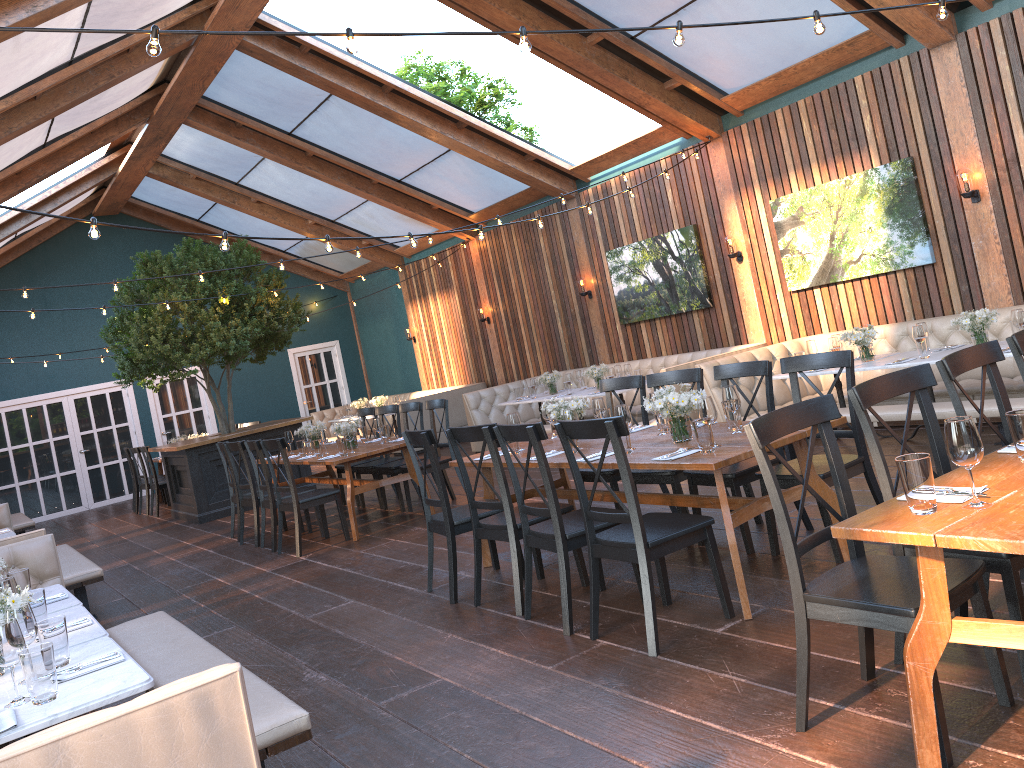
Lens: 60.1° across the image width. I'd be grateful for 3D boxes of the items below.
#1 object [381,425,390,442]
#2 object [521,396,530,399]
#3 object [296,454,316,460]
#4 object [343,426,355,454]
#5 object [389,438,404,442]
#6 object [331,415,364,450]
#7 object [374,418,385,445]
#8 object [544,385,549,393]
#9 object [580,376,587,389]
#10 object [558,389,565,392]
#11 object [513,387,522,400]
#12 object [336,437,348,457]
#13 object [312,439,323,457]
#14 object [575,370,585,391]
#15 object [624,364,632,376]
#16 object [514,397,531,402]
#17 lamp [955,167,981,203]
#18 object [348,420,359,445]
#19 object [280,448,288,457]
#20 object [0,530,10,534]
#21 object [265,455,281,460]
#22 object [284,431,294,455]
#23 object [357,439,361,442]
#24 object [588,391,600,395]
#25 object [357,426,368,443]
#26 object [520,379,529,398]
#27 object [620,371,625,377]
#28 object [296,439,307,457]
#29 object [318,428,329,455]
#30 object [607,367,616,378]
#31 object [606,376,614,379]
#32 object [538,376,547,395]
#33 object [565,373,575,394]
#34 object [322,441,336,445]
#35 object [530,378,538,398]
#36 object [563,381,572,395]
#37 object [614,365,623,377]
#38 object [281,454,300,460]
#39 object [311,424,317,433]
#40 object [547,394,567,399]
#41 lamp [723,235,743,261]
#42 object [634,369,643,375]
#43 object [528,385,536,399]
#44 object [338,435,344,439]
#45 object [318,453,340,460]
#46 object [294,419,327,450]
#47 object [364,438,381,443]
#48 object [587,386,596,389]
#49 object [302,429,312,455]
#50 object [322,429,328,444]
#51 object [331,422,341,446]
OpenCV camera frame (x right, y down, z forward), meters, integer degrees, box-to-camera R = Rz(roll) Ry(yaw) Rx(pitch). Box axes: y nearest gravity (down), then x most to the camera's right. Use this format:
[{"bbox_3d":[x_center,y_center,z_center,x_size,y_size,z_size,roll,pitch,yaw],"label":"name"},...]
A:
[{"bbox_3d":[-1.213,0.477,8.464,0.092,0.158,0.092,-12,0,3],"label":"object"},{"bbox_3d":[0.194,0.166,11.559,0.158,0.019,0.253,-13,3,-33],"label":"object"},{"bbox_3d":[-1.941,0.696,8.534,0.256,0.019,0.156,-13,3,-33],"label":"object"},{"bbox_3d":[-1.475,0.507,8.055,0.093,0.245,0.091,-11,-1,-30],"label":"object"},{"bbox_3d":[-1.062,0.522,8.346,0.256,0.019,0.156,-13,3,-33],"label":"object"},{"bbox_3d":[-1.573,0.474,8.484,0.328,0.310,0.336,-12,1,4],"label":"object"},{"bbox_3d":[-1.251,0.446,8.371,0.092,0.245,0.092,-12,-1,-8],"label":"object"},{"bbox_3d":[0.446,0.044,11.540,0.091,0.158,0.092,-12,0,43],"label":"object"},{"bbox_3d":[0.874,-0.013,10.871,0.091,0.158,0.092,-12,0,43],"label":"object"},{"bbox_3d":[0.585,0.091,11.433,0.256,0.019,0.156,-13,3,-33],"label":"object"},{"bbox_3d":[0.075,0.126,11.431,0.091,0.158,0.092,-12,0,43],"label":"object"},{"bbox_3d":[-1.517,0.566,7.915,0.092,0.158,0.092,-12,0,3],"label":"object"},{"bbox_3d":[-1.841,0.610,8.395,0.092,0.158,0.091,-12,0,-7],"label":"object"},{"bbox_3d":[0.828,-0.042,10.770,0.092,0.245,0.092,-12,-1,15],"label":"object"},{"bbox_3d":[1.312,-0.102,9.923,0.092,0.245,0.092,-12,-1,15],"label":"object"},{"bbox_3d":[0.146,0.194,11.187,0.256,0.019,0.156,-13,3,-33],"label":"object"},{"bbox_3d":[3.939,-1.716,7.650,0.179,0.320,0.145,-12,0,-33],"label":"lamp"},{"bbox_3d":[-1.582,0.491,8.830,0.092,0.245,0.092,-12,-1,9],"label":"object"},{"bbox_3d":[-2.415,0.685,9.335,0.092,0.158,0.091,-12,0,-17],"label":"object"},{"bbox_3d":[-4.640,1.344,7.925,0.256,0.019,0.156,-13,3,-33],"label":"object"},{"bbox_3d":[-2.544,0.776,9.461,0.256,0.019,0.156,-13,3,-33],"label":"object"},{"bbox_3d":[-2.378,0.627,9.463,0.092,0.245,0.092,-12,-1,15],"label":"object"},{"bbox_3d":[-1.657,0.604,9.290,0.256,0.019,0.156,-13,3,-33],"label":"object"},{"bbox_3d":[0.983,0.084,9.873,0.256,0.019,0.156,-13,3,-33],"label":"object"},{"bbox_3d":[-1.504,0.513,8.958,0.091,0.158,0.092,-12,0,23],"label":"object"},{"bbox_3d":[0.167,0.065,11.395,0.092,0.245,0.092,-12,-1,15],"label":"object"},{"bbox_3d":[1.276,-0.066,10.245,0.091,0.158,0.092,-12,0,43],"label":"object"},{"bbox_3d":[-2.099,0.642,8.843,0.092,0.158,0.091,-12,0,-27],"label":"object"},{"bbox_3d":[-1.811,0.554,8.535,0.093,0.245,0.091,-11,-1,-30],"label":"object"},{"bbox_3d":[1.123,-0.060,9.872,0.093,0.245,0.091,-11,-1,-30],"label":"object"},{"bbox_3d":[1.094,-0.006,9.769,0.091,0.158,0.092,-12,0,43],"label":"object"},{"bbox_3d":[0.400,0.015,11.438,0.092,0.245,0.092,-12,-1,15],"label":"object"},{"bbox_3d":[0.693,-0.003,10.536,0.092,0.245,0.092,-12,-1,15],"label":"object"},{"bbox_3d":[-1.978,0.644,9.769,0.256,0.019,0.156,-13,3,-33],"label":"object"},{"bbox_3d":[0.286,0.050,11.186,0.092,0.245,0.092,-12,-1,15],"label":"object"},{"bbox_3d":[0.665,0.052,10.432,0.091,0.158,0.092,-12,0,43],"label":"object"},{"bbox_3d":[1.230,-0.096,10.143,0.092,0.245,0.092,-12,-1,15],"label":"object"},{"bbox_3d":[-2.205,0.730,8.967,0.256,0.019,0.156,-13,3,-33],"label":"object"},{"bbox_3d":[-2.190,0.573,9.772,0.091,0.245,0.093,-12,-1,37],"label":"object"},{"bbox_3d":[0.554,0.141,10.537,0.256,0.019,0.156,-13,3,-33],"label":"object"},{"bbox_3d":[2.475,-1.522,9.933,0.179,0.320,0.145,-12,0,-33],"label":"lamp"},{"bbox_3d":[1.421,-0.079,9.885,0.092,0.158,0.092,-12,0,3],"label":"object"},{"bbox_3d":[0.258,0.105,11.082,0.091,0.158,0.092,-12,0,43],"label":"object"},{"bbox_3d":[-1.813,0.553,9.391,0.092,0.158,0.091,-12,0,-7],"label":"object"},{"bbox_3d":[-1.631,0.655,8.046,0.256,0.019,0.156,-13,3,-33],"label":"object"},{"bbox_3d":[-2.111,0.542,9.375,0.338,0.310,0.327,-12,1,-37],"label":"object"},{"bbox_3d":[-1.375,0.564,8.837,0.256,0.019,0.156,-13,3,-33],"label":"object"},{"bbox_3d":[1.014,0.034,10.764,0.256,0.019,0.156,-13,3,-33],"label":"object"},{"bbox_3d":[-2.068,0.587,8.962,0.093,0.245,0.091,-11,-1,-36],"label":"object"},{"bbox_3d":[-2.103,0.593,9.897,0.092,0.158,0.091,-12,0,-7],"label":"object"},{"bbox_3d":[-1.840,0.525,9.290,0.093,0.245,0.091,-11,-1,-36],"label":"object"}]
